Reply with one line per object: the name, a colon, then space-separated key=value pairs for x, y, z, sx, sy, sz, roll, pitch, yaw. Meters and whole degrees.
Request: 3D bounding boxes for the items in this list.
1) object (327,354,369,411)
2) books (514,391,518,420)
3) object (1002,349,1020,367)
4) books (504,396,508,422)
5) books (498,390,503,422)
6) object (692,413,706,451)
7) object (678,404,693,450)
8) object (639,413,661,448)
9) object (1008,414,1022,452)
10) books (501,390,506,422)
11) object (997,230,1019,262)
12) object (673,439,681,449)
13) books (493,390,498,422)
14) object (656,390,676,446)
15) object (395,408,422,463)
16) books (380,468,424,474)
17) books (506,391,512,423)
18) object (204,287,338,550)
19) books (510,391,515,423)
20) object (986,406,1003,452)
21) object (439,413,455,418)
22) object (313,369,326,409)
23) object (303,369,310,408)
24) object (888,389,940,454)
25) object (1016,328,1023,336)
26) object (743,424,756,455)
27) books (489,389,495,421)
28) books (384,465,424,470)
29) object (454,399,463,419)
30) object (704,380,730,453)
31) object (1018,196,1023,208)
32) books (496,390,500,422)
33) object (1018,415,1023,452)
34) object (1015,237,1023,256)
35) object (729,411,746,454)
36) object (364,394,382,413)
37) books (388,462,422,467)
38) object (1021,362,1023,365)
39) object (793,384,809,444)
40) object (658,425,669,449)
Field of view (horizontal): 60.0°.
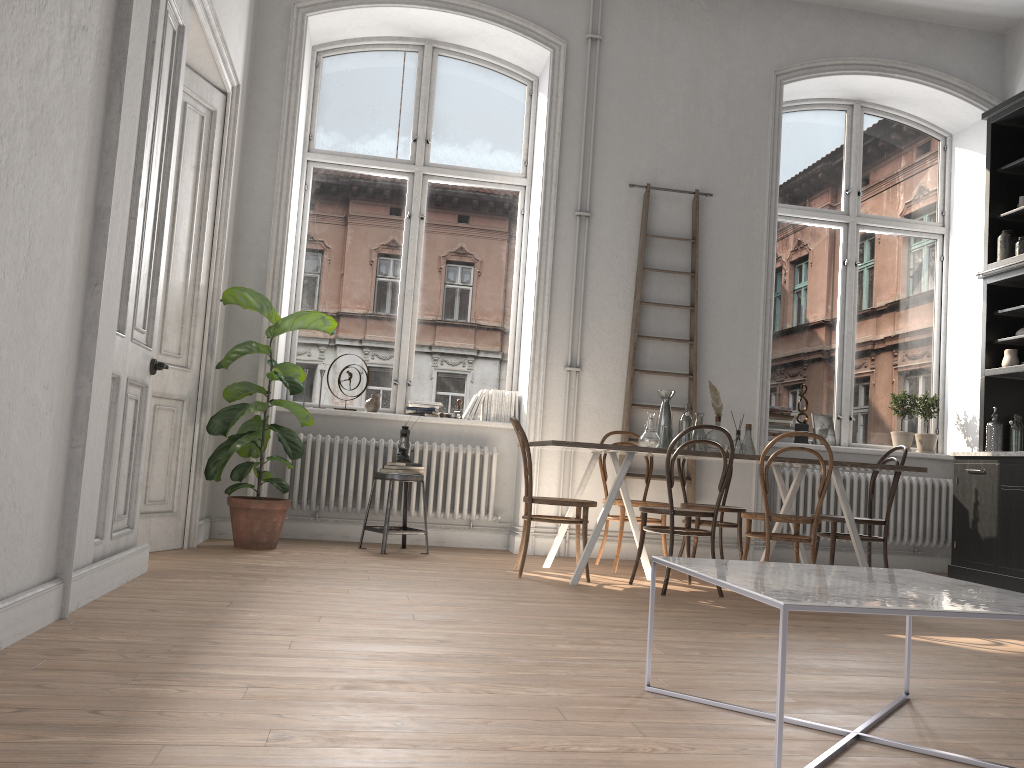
object: x=-1.214 y=-0.012 z=6.562 sx=0.347 sy=0.424 sz=0.087 roll=2 pitch=-5 yaw=23
books: x=0.024 y=0.183 z=6.778 sx=0.040 sy=0.244 sz=0.174 roll=5 pitch=-5 yaw=-9
object: x=3.678 y=-0.178 z=6.533 sx=0.127 sy=0.144 sz=0.115 roll=7 pitch=-6 yaw=-30
books: x=-0.056 y=0.196 z=6.765 sx=0.020 sy=0.205 sz=0.155 roll=5 pitch=-5 yaw=-9
books: x=-0.101 y=0.175 z=6.780 sx=0.024 sy=0.243 sz=0.175 roll=5 pitch=-5 yaw=-9
object: x=1.172 y=0.312 z=5.568 sx=0.098 sy=0.255 sz=0.100 roll=7 pitch=-6 yaw=-32
object: x=1.074 y=0.273 z=5.481 sx=0.086 sy=0.301 sz=0.086 roll=6 pitch=-5 yaw=-23
object: x=0.828 y=0.283 z=5.310 sx=0.132 sy=0.219 sz=0.132 roll=6 pitch=-5 yaw=-20
object: x=3.674 y=0.370 z=6.473 sx=0.086 sy=0.301 sz=0.086 roll=6 pitch=-5 yaw=-23
books: x=-0.076 y=0.175 z=6.762 sx=0.019 sy=0.243 sz=0.174 roll=5 pitch=-5 yaw=-9
object: x=3.697 y=-1.021 z=6.612 sx=0.118 sy=0.238 sz=0.118 roll=6 pitch=-5 yaw=-23
object: x=1.005 y=0.363 z=5.366 sx=0.058 sy=0.094 sz=0.058 roll=2 pitch=-5 yaw=19
books: x=-0.138 y=0.170 z=6.752 sx=0.019 sy=0.243 sz=0.174 roll=5 pitch=-5 yaw=-9
object: x=0.962 y=0.234 z=5.579 sx=0.116 sy=0.382 sz=0.116 roll=4 pitch=-5 yaw=2
object: x=-0.713 y=0.350 z=6.105 sx=0.163 sy=0.383 sz=0.154 roll=7 pitch=-6 yaw=-35
books: x=-0.748 y=0.596 z=6.048 sx=0.194 sy=0.034 sz=0.246 roll=1 pitch=-6 yaw=31
books: x=-0.035 y=0.180 z=6.791 sx=0.024 sy=0.243 sz=0.175 roll=5 pitch=-5 yaw=-9
object: x=0.967 y=0.309 z=5.852 sx=5.827 sy=1.841 sz=0.792 roll=4 pitch=-5 yaw=-4
books: x=-0.007 y=0.181 z=6.775 sx=0.024 sy=0.243 sz=0.175 roll=5 pitch=-5 yaw=-9
object: x=3.549 y=0.339 z=6.521 sx=0.109 sy=0.349 sz=0.109 roll=6 pitch=-5 yaw=-28
object: x=-0.494 y=0.237 z=6.680 sx=0.088 sy=0.048 sz=0.153 roll=1 pitch=-6 yaw=31
object: x=-1.402 y=0.039 z=6.507 sx=0.095 sy=0.288 sz=0.095 roll=3 pitch=-5 yaw=13
object: x=-1.527 y=0.034 z=6.545 sx=0.095 sy=0.288 sz=0.095 roll=2 pitch=-5 yaw=22
object: x=3.308 y=0.305 z=7.307 sx=0.500 sy=0.523 sz=0.234 roll=6 pitch=-5 yaw=-20
object: x=3.788 y=-0.374 z=6.550 sx=0.140 sy=0.100 sz=0.125 roll=7 pitch=-6 yaw=-27
object: x=1.494 y=0.359 z=5.611 sx=0.101 sy=0.211 sz=0.101 roll=1 pitch=-5 yaw=30
books: x=-0.158 y=0.167 z=6.740 sx=0.024 sy=0.243 sz=0.175 roll=5 pitch=-5 yaw=-9
books: x=-0.735 y=0.571 z=6.055 sx=0.232 sy=0.029 sz=0.163 roll=8 pitch=-7 yaw=-38
object: x=-0.397 y=0.188 z=6.643 sx=0.048 sy=0.153 sz=0.088 roll=8 pitch=-6 yaw=-39
object: x=1.262 y=0.209 z=5.427 sx=0.156 sy=0.445 sz=0.157 roll=3 pitch=-5 yaw=9
object: x=3.837 y=-1.334 z=6.659 sx=0.059 sy=0.135 sz=0.082 roll=2 pitch=-5 yaw=19
books: x=-0.121 y=0.173 z=6.772 sx=0.019 sy=0.243 sz=0.174 roll=5 pitch=-5 yaw=-9
object: x=3.756 y=0.383 z=6.566 sx=0.086 sy=0.301 sz=0.086 roll=3 pitch=-5 yaw=5
object: x=3.737 y=-0.990 z=6.471 sx=0.114 sy=0.155 sz=0.114 roll=4 pitch=-5 yaw=-6
object: x=1.410 y=0.310 z=5.524 sx=0.107 sy=0.283 sz=0.107 roll=5 pitch=-5 yaw=-14
object: x=-1.033 y=0.144 z=6.577 sx=0.100 sy=0.142 sz=0.102 roll=7 pitch=-6 yaw=-34
books: x=-0.732 y=0.549 z=6.058 sx=0.147 sy=0.027 sz=0.221 roll=2 pitch=-6 yaw=23
object: x=3.769 y=-0.130 z=6.385 sx=0.180 sy=0.037 sz=0.180 roll=6 pitch=-6 yaw=-24
object: x=2.338 y=0.242 z=7.149 sx=0.122 sy=0.488 sz=0.102 roll=3 pitch=-5 yaw=15
object: x=0.932 y=0.334 z=5.453 sx=0.083 sy=0.158 sz=0.083 roll=5 pitch=-5 yaw=-13
